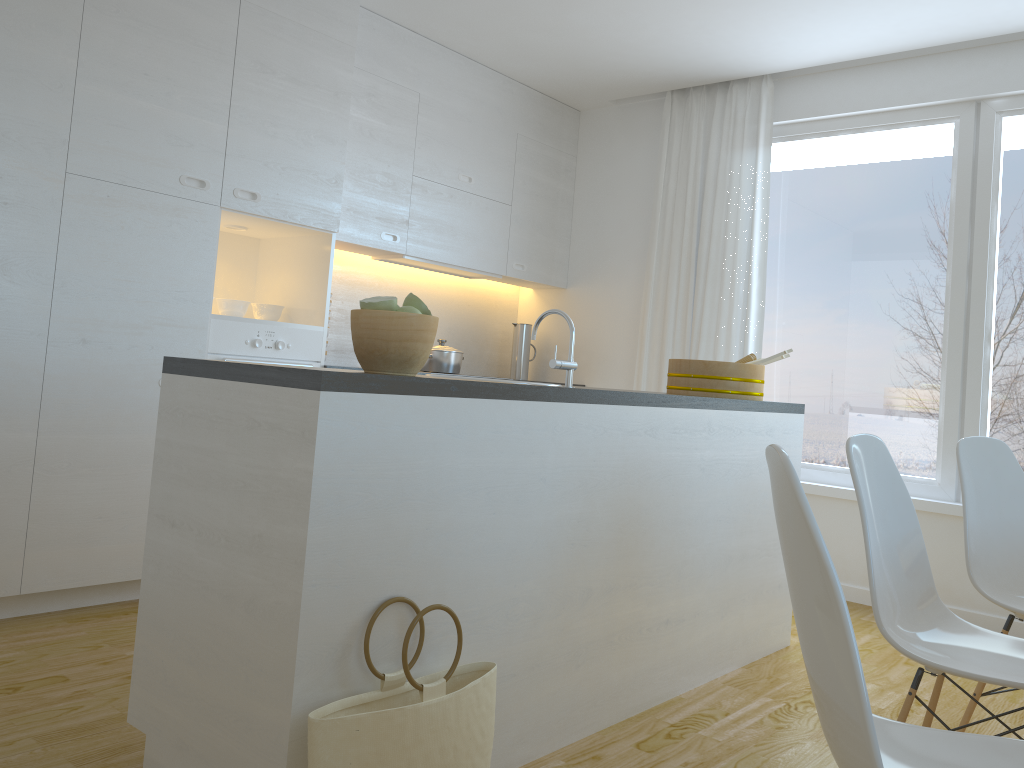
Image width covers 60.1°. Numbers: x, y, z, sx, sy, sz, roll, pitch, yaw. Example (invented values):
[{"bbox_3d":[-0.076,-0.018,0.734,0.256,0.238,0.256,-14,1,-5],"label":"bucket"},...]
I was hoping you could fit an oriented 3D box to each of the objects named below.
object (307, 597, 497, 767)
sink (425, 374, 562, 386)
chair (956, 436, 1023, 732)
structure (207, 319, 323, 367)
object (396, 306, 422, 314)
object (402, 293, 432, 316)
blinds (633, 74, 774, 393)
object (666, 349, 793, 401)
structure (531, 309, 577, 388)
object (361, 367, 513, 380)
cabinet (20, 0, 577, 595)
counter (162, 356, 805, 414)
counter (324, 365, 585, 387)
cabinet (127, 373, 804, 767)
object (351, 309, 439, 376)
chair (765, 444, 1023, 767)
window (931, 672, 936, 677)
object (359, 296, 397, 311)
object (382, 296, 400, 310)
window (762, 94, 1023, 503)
[{"bbox_3d":[0.246,0.731,1.652,1.191,0.503,0.469,5,-1,18],"label":"object"},{"bbox_3d":[-0.060,0.064,2.595,0.404,0.157,0.403,5,0,-8],"label":"sink"},{"bbox_3d":[1.486,0.618,2.380,0.428,0.904,0.523,6,-3,-30],"label":"chair"},{"bbox_3d":[-1.042,0.050,3.728,0.049,0.598,0.558,2,-3,40],"label":"structure"},{"bbox_3d":[-0.241,-0.138,2.057,0.081,0.086,0.097,4,-1,5],"label":"object"},{"bbox_3d":[-0.226,-0.182,2.123,0.074,0.072,0.077,5,-1,-25],"label":"object"},{"bbox_3d":[1.045,-0.682,4.954,0.796,2.167,0.149,2,-4,40],"label":"blinds"},{"bbox_3d":[0.837,-0.052,3.542,0.429,0.215,0.378,5,0,-22],"label":"object"},{"bbox_3d":[0.096,-0.104,2.450,0.162,0.216,0.096,3,-3,40],"label":"structure"},{"bbox_3d":[-0.416,-0.056,4.917,0.563,0.013,0.652,5,1,40],"label":"object"},{"bbox_3d":[-0.729,-0.381,4.431,0.481,2.307,3.189,2,-2,40],"label":"cabinet"},{"bbox_3d":[0.172,0.027,2.816,0.602,0.040,2.392,5,1,40],"label":"counter"},{"bbox_3d":[-0.418,-0.038,4.911,0.601,0.040,1.993,5,1,40],"label":"counter"},{"bbox_3d":[0.134,0.501,2.790,0.601,0.912,2.392,3,-1,40],"label":"cabinet"},{"bbox_3d":[-0.279,-0.093,2.069,0.205,0.142,0.205,5,-1,2],"label":"object"},{"bbox_3d":[0.592,0.557,1.190,0.523,0.904,0.428,4,-2,10],"label":"chair"},{"bbox_3d":[1.708,-0.353,0.808,2.553,2.059,1.873,4,-2,40],"label":"window"},{"bbox_3d":[-0.307,-0.173,2.022,0.083,0.065,0.086,5,-1,-38],"label":"object"},{"bbox_3d":[-0.303,-0.159,2.110,0.102,0.099,0.086,5,-2,-29],"label":"object"},{"bbox_3d":[2.186,-0.401,4.222,2.731,1.924,0.088,4,-3,40],"label":"window"}]
